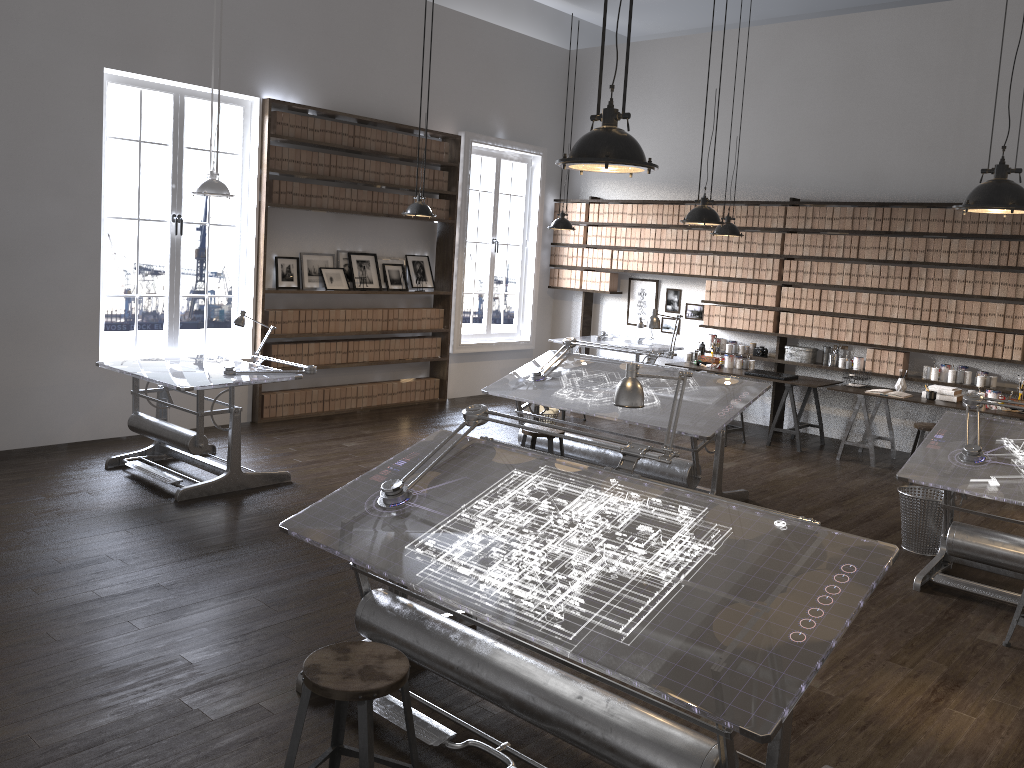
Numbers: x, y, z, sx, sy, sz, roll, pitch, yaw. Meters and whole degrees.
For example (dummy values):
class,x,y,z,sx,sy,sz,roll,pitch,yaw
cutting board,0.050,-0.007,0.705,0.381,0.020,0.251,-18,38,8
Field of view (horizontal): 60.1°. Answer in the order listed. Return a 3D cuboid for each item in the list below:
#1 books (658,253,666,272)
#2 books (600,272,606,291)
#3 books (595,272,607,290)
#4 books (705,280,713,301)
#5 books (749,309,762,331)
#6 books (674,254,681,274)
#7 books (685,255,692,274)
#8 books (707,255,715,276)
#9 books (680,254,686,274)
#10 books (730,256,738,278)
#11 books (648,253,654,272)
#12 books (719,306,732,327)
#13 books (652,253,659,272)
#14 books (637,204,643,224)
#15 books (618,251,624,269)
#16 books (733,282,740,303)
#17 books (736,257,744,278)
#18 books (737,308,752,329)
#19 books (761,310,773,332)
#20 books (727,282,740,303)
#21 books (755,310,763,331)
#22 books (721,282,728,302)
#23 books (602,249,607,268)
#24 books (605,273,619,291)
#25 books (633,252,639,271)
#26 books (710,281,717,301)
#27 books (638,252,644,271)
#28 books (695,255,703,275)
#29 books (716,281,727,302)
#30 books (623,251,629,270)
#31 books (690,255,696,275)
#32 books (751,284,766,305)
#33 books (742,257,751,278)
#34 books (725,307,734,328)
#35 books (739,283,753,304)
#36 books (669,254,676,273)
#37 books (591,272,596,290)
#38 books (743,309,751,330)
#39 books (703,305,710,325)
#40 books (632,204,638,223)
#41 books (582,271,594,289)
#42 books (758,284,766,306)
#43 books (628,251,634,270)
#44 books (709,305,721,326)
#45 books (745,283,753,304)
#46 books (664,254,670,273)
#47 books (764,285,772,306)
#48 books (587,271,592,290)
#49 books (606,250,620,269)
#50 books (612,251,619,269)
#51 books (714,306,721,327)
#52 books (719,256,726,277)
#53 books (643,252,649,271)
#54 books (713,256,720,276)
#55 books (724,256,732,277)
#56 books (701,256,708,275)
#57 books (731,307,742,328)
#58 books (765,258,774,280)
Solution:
class,x,y,z,sx,sy,sz,roll,pitch,yaw
books,1.765,-1.395,10.230,0.067,0.224,0.175,9,8,41
books,1.156,-1.244,10.786,0.067,0.224,0.175,9,8,41
books,1.099,-1.253,10.827,0.067,0.224,0.175,9,8,41
books,2.220,-1.037,9.841,0.067,0.224,0.175,9,8,41
books,2.623,-0.687,9.496,0.067,0.224,0.175,9,8,41
books,1.930,-1.364,10.092,0.067,0.224,0.175,9,8,41
books,2.029,-1.343,9.996,0.067,0.224,0.175,9,8,41
books,2.238,-1.310,9.811,0.067,0.224,0.175,9,8,41
books,1.982,-1.354,10.045,0.067,0.224,0.175,9,8,41
books,2.450,-1.269,9.627,0.067,0.224,0.175,9,8,41
books,1.662,-1.415,10.324,0.067,0.224,0.175,9,8,41
books,2.359,-0.739,9.730,0.067,0.224,0.175,9,8,41
books,1.713,-1.406,10.283,0.067,0.224,0.175,9,8,41
books,1.549,-1.990,10.402,0.067,0.224,0.175,9,8,41
books,1.349,-1.475,10.597,0.067,0.224,0.175,9,8,41
books,2.477,-0.988,9.621,0.067,0.224,0.175,9,8,41
books,2.505,-1.259,9.580,0.067,0.224,0.175,9,8,41
books,2.517,-0.709,9.593,0.067,0.224,0.175,9,8,41
books,2.723,-0.669,9.416,0.067,0.224,0.175,9,8,41
books,2.424,-0.998,9.667,0.067,0.224,0.175,9,8,41
books,2.673,-0.679,9.457,0.067,0.224,0.175,9,8,41
books,2.370,-1.007,9.707,0.067,0.224,0.175,9,8,41
books,1.176,-1.516,10.752,0.067,0.224,0.175,9,8,41
books,1.206,-1.233,10.739,0.067,0.224,0.175,9,8,41
books,1.507,-1.445,10.460,0.067,0.224,0.175,9,8,41
books,2.275,-1.026,9.795,0.067,0.224,0.175,9,8,41
books,1.558,-1.434,10.410,0.067,0.224,0.175,9,8,41
books,2.128,-1.325,9.913,0.067,0.224,0.175,9,8,41
books,2.323,-1.017,9.755,0.067,0.224,0.175,9,8,41
books,1.404,-1.465,10.554,0.067,0.224,0.175,9,8,41
books,2.082,-1.334,9.956,0.067,0.224,0.175,9,8,41
books,2.635,-0.956,9.475,0.067,0.224,0.175,9,8,41
books,2.553,-1.250,9.540,0.067,0.224,0.175,9,8,41
books,2.414,-0.729,9.686,0.067,0.224,0.175,9,8,41
books,2.527,-0.977,9.571,0.067,0.224,0.175,9,8,41
books,1.874,-1.374,10.135,0.067,0.224,0.175,9,8,41
books,1.052,-1.263,10.874,0.067,0.224,0.175,9,8,41
books,2.569,-0.698,9.543,0.067,0.224,0.175,9,8,41
books,2.208,-0.768,9.862,0.067,0.224,0.175,9,8,41
books,1.494,-2.000,10.446,0.067,0.224,0.175,9,8,41
books,0.949,-1.283,10.961,0.067,0.224,0.175,9,8,41
books,2.694,-0.946,9.430,0.067,0.224,0.175,9,8,41
books,1.457,-1.456,10.509,0.067,0.224,0.175,9,8,41
books,2.261,-0.759,9.821,0.067,0.224,0.175,9,8,41
books,2.583,-0.967,9.528,0.067,0.224,0.175,9,8,41
books,1.824,-1.384,10.185,0.067,0.224,0.175,9,8,41
books,2.749,-0.935,9.378,0.067,0.224,0.175,9,8,41
books,1.004,-1.272,10.914,0.067,0.224,0.175,9,8,41
books,1.221,-1.507,10.707,0.067,0.224,0.175,9,8,41
books,1.289,-1.487,10.652,0.067,0.224,0.175,9,8,41
books,2.307,-0.749,9.779,0.067,0.224,0.175,9,8,41
books,2.349,-1.290,9.723,0.067,0.224,0.175,9,8,41
books,1.612,-1.424,10.363,0.067,0.224,0.175,9,8,41
books,2.294,-1.300,9.766,0.067,0.224,0.175,9,8,41
books,2.400,-1.280,9.676,0.067,0.224,0.175,9,8,41
books,2.180,-1.314,9.864,0.067,0.224,0.175,9,8,41
books,2.468,-0.719,9.642,0.067,0.224,0.175,9,8,41
books,2.757,-1.210,9.357,0.067,0.224,0.175,9,8,41
